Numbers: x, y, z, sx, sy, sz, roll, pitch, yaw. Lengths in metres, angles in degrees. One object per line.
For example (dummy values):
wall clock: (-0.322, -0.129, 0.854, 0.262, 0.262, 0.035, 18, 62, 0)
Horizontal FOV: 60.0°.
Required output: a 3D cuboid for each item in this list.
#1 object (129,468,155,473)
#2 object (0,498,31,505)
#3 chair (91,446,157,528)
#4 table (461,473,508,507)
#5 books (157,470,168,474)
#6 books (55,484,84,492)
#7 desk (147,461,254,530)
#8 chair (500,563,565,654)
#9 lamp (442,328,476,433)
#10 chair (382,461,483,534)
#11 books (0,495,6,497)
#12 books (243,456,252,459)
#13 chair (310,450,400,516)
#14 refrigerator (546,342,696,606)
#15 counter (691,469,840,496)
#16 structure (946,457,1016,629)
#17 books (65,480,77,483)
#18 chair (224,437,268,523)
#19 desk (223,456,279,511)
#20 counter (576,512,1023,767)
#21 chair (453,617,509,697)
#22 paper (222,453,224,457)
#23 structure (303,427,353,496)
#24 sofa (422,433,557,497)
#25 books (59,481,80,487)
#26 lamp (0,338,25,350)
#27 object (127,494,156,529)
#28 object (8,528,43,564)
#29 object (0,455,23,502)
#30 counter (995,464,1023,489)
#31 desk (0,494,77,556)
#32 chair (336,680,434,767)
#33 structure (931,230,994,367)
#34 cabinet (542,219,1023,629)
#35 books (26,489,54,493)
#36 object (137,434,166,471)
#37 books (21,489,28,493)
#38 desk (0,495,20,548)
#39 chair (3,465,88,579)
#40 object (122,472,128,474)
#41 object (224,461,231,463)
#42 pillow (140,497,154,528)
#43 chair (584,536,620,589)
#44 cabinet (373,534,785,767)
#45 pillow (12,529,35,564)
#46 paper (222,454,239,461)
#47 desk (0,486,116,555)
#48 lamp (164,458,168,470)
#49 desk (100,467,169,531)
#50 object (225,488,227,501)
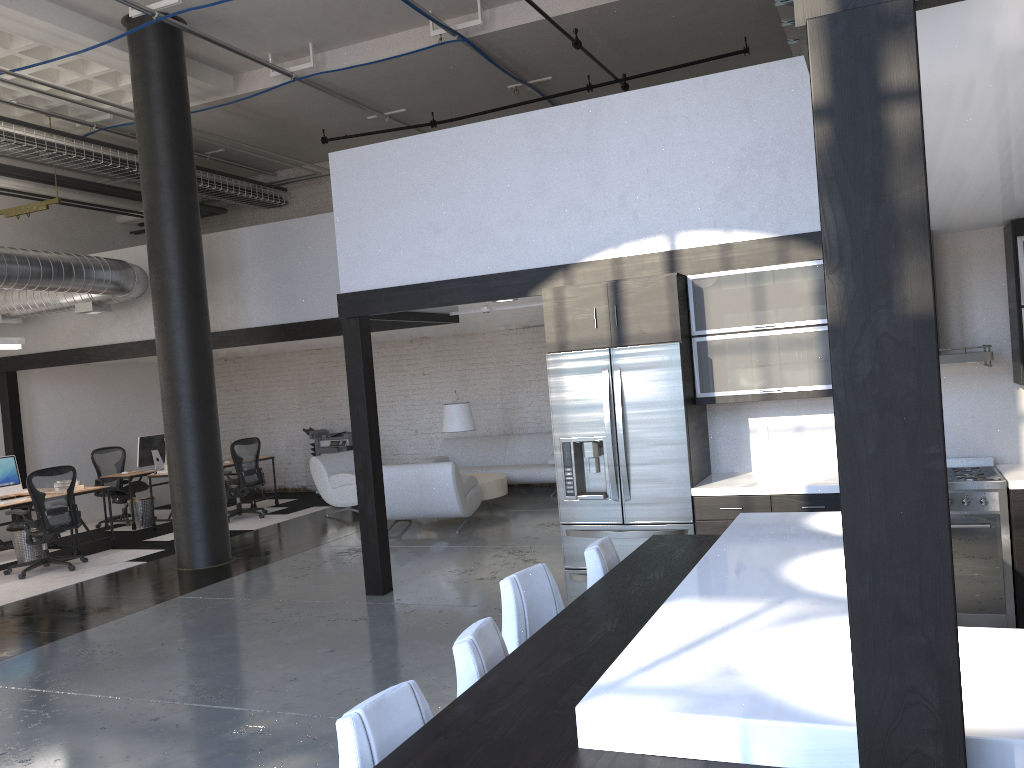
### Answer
object: (-5.087, 1.189, 12.269, 0.118, 0.018, 0.438, -4, 1, 23)
object: (-5.312, 1.248, 9.404, 0.118, 0.018, 0.438, -4, 1, 23)
chair: (-5.453, 1.412, 12.451, 0.792, 1.086, 0.770, -5, 1, 7)
table: (-0.612, 1.383, 11.087, 1.118, 0.395, 1.118, -5, 1, 5)
books: (-4.468, 1.136, 11.657, 0.225, 0.038, 0.308, -4, 1, 23)
books: (-5.132, 1.205, 10.280, 0.271, 0.050, 0.200, -5, 1, -40)
desk: (-4.182, 1.491, 12.016, 0.529, 0.725, 1.400, -4, 1, 23)
chair: (0.250, 1.163, 3.193, 0.501, 0.985, 0.579, -4, 2, 34)
lamp: (-0.720, -0.083, 11.082, 0.436, 1.348, 0.435, -4, 2, 37)
chair: (-0.947, 1.230, 9.885, 1.007, 0.785, 1.025, -4, 1, 14)
books: (-5.932, 1.279, 10.015, 0.225, 0.038, 0.308, -4, 1, 23)
books: (-3.907, 1.080, 12.961, 0.235, 0.024, 0.200, -5, 1, -34)
chair: (-1.935, 1.286, 11.732, 1.026, 0.785, 1.006, -4, 1, 34)
refrigerator: (0.810, 0.649, 5.789, 0.853, 1.773, 0.820, -4, 2, 23)
counter: (1.630, 0.603, 5.446, 0.919, 0.047, 0.676, -4, 1, 23)
structure: (2.447, 0.912, 5.058, 0.844, 0.903, 0.620, -4, 1, 23)
books: (-5.156, 1.128, 10.274, 0.185, 0.030, 0.153, -5, 1, -39)
chair: (-3.715, 1.276, 11.910, 0.792, 1.086, 0.770, -5, 1, 7)
desk: (-4.197, 1.477, 13.081, 1.401, 0.725, 0.529, -4, 1, 23)
counter: (1.029, 0.642, 2.736, 0.977, 0.095, 2.291, -4, 1, 23)
chair: (0.124, 1.182, 2.553, 0.501, 0.985, 0.579, -4, 1, 14)
paper: (-4.300, 1.082, 12.932, 0.083, 0.082, 1.134, -5, 1, -12)
structure: (-2.715, 1.181, 13.674, 1.058, 1.058, 0.503, -4, 2, 23)
sofa: (-0.168, 1.135, 12.349, 2.137, 0.777, 1.015, -4, 1, 23)
books: (-5.162, 1.160, 10.287, 0.257, 0.044, 0.193, -5, 1, -20)
lamp: (-7.219, -1.618, 6.836, 0.226, 2.865, 7.296, -4, 1, 23)
object: (-4.941, 1.702, 11.856, 0.353, 0.435, 0.358, -4, 1, 19)
object: (-5.373, 1.766, 9.847, 0.353, 0.435, 0.358, -4, 1, 19)
object: (-5.525, 1.030, 9.508, 0.190, 0.485, 0.483, -4, 1, 23)
counter: (2.837, 0.537, 2.997, 1.710, 0.045, 4.234, -4, 1, 23)
desk: (-5.381, 1.627, 9.339, 0.529, 0.725, 1.400, -4, 1, 23)
chair: (-0.102, 1.209, 2.008, 0.501, 0.985, 0.579, -4, 2, 29)
structure: (2.335, -0.537, 5.150, 0.727, 0.930, 0.488, -4, 2, 23)
cabinet: (1.660, 0.373, 3.488, 4.277, 2.316, 4.228, -4, 1, 23)
books: (-5.530, 1.253, 10.388, 0.205, 0.019, 0.243, -5, 1, 0)
object: (-4.912, 0.943, 12.151, 0.190, 0.485, 0.483, -4, 1, 23)
books: (-5.830, 1.272, 10.562, 0.235, 0.024, 0.200, -5, 1, -4)
desk: (-6.156, 1.686, 9.678, 0.529, 0.725, 1.400, -4, 1, 23)
chair: (-4.914, 1.412, 9.233, 0.792, 1.086, 0.770, -5, 1, 7)
object: (-5.222, 1.198, 11.970, 0.106, 0.029, 0.059, -4, 1, 24)
object: (-3.979, 1.090, 12.379, 0.106, 0.029, 0.059, -4, 1, 24)
pillow: (-4.869, 1.710, 11.821, 0.120, 0.407, 0.239, -4, 2, 24)
chair: (0.587, 1.129, 3.647, 0.501, 0.985, 0.579, -4, 2, 19)
cabinet: (0.795, 1.162, 2.606, 1.371, 0.911, 2.689, -4, 1, 23)
pillow: (-5.443, 1.784, 9.883, 0.120, 0.407, 0.239, -4, 2, 24)
paper: (-4.147, 1.070, 12.866, 0.083, 0.082, 1.134, -5, 1, -2)
desk: (-5.397, 1.613, 10.404, 1.401, 0.725, 0.529, -4, 1, 23)
lamp: (-4.443, 0.881, 11.685, 0.126, 0.470, 0.344, -4, 2, 23)
desk: (-4.956, 1.550, 12.355, 0.529, 0.725, 1.400, -4, 1, 23)
object: (-4.174, 1.629, 12.524, 0.353, 0.435, 0.358, -4, 1, 19)
